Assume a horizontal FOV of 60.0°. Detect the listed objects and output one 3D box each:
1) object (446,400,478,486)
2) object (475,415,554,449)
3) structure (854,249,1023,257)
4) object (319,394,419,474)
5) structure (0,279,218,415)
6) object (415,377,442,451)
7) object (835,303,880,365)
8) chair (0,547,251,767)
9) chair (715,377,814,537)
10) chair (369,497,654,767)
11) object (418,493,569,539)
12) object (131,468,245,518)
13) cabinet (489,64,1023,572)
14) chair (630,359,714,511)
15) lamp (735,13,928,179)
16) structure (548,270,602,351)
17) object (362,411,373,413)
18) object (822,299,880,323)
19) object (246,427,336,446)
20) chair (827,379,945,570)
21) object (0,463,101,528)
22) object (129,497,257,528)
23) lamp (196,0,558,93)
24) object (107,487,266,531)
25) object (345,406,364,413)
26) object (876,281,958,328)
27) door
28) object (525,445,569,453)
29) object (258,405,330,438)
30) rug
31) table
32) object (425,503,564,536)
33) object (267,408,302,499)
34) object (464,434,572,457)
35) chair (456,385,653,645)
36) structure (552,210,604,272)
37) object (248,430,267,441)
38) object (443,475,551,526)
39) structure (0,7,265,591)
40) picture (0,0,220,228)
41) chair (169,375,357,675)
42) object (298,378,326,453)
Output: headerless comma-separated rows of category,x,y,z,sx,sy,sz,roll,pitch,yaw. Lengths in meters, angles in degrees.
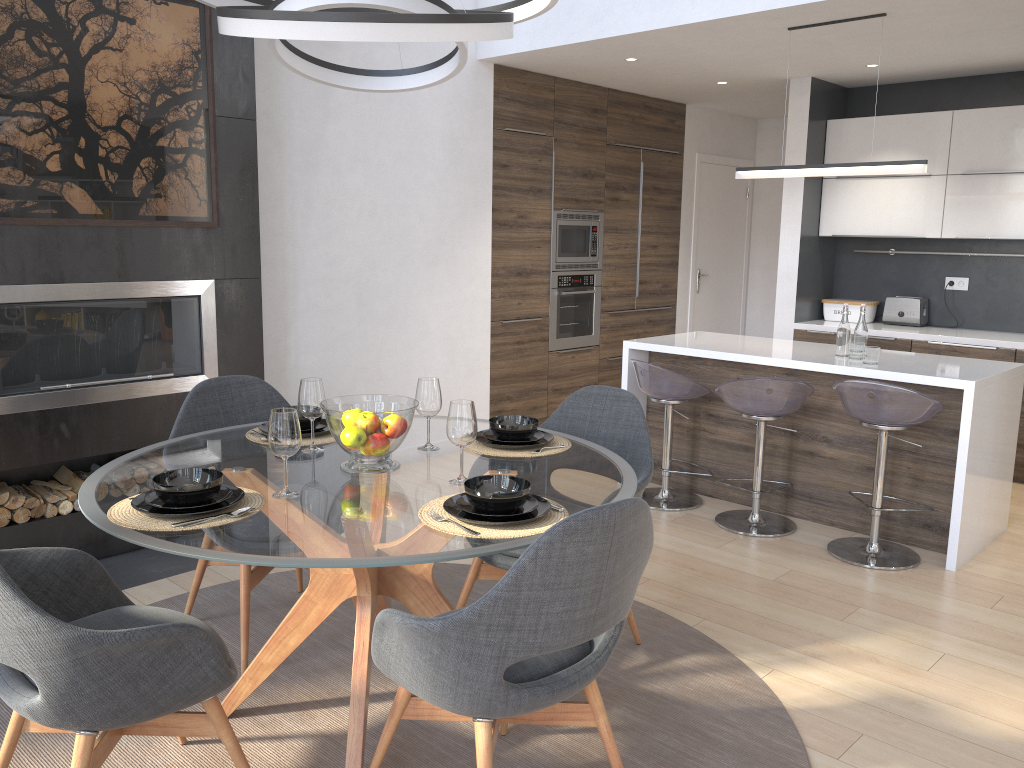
object,-0.134,0.156,2.372,0.083,0.220,0.083,4,10,15
object,0.005,0.152,2.832,0.258,0.074,0.258,5,11,23
structure,3.571,-0.772,5.406,3.000,0.045,0.050,10,13,42
object,-0.403,0.145,2.518,0.278,0.184,0.278,-7,12,-38
structure,-1.820,-0.263,3.857,0.295,0.651,1.010,10,13,42
object,-0.257,0.092,2.734,0.083,0.220,0.083,-2,10,-18
object,1.696,-0.249,4.338,0.148,0.267,0.323,2,10,8
chair,-0.960,0.641,2.043,0.655,0.891,0.619,10,13,44
chair,1.241,0.322,4.439,0.475,0.787,0.434,2,10,6
chair,0.002,0.644,2.118,0.655,0.891,0.619,-7,13,-40
object,-0.044,0.310,2.129,0.360,0.002,0.360,0,10,-5
object,-0.777,0.258,2.132,0.258,0.074,0.258,-4,11,-27
cabinet,2.259,-0.632,5.052,4.694,2.501,2.402,10,13,42
chair,0.853,0.250,4.823,0.434,0.787,0.475,-4,11,-28
lamp,1.597,-1.433,4.458,0.998,0.756,0.020,10,13,42
structure,0.322,-0.573,6.702,0.495,0.570,0.595,10,13,42
object,-0.409,0.110,2.517,0.070,0.062,0.069,0,10,-6
object,2.430,-0.526,6.383,0.380,0.148,0.263,10,13,42
object,-0.694,0.161,2.936,0.360,0.002,0.360,4,10,18
chair,1.677,0.373,4.031,0.475,0.838,0.434,9,13,40
object,-1.867,0.425,4.004,0.363,0.195,1.005,10,13,41
object,-0.768,0.287,2.142,0.206,0.015,0.309,-8,13,-42
lamp,-0.341,-3.035,1.974,1.000,4.513,1.000,-9,14,-44
object,-0.781,0.295,2.143,0.360,0.002,0.360,0,10,-5
object,-0.457,0.102,2.567,0.070,0.071,0.068,4,10,15
object,2.774,-0.557,6.102,0.562,0.319,0.191,10,13,43
door,1.868,-0.945,7.983,0.085,2.136,0.974,10,13,42
object,0.006,0.180,2.846,0.206,0.015,0.309,-8,13,-42
object,-0.706,0.122,2.935,0.258,0.074,0.258,-4,11,-27
rug,-0.406,0.995,2.658,2.499,0.010,2.499,4,10,16
table,-0.407,0.614,2.585,1.499,0.764,1.499,7,11,32
object,-0.037,0.301,2.135,0.309,0.015,0.206,-8,13,-42
object,-0.570,0.173,2.226,0.083,0.220,0.083,2,10,4
object,0.011,0.189,2.843,0.360,0.002,0.360,4,10,18
chair,0.149,0.482,3.084,0.655,0.891,0.619,10,13,44
structure,0.317,-1.069,6.630,0.459,0.430,0.595,10,13,42
object,-0.698,0.155,2.925,0.309,0.015,0.206,-6,12,-37
object,-0.035,0.273,2.115,0.258,0.074,0.258,5,11,23
structure,-1.662,-2.364,3.380,0.722,6.351,1.500,10,13,42
picture,-1.701,-1.146,3.606,0.026,0.990,1.056,10,13,42
chair,-0.880,0.449,3.173,0.655,0.891,0.619,-7,13,-40
object,-0.605,0.094,2.685,0.083,0.220,0.083,2,10,4
